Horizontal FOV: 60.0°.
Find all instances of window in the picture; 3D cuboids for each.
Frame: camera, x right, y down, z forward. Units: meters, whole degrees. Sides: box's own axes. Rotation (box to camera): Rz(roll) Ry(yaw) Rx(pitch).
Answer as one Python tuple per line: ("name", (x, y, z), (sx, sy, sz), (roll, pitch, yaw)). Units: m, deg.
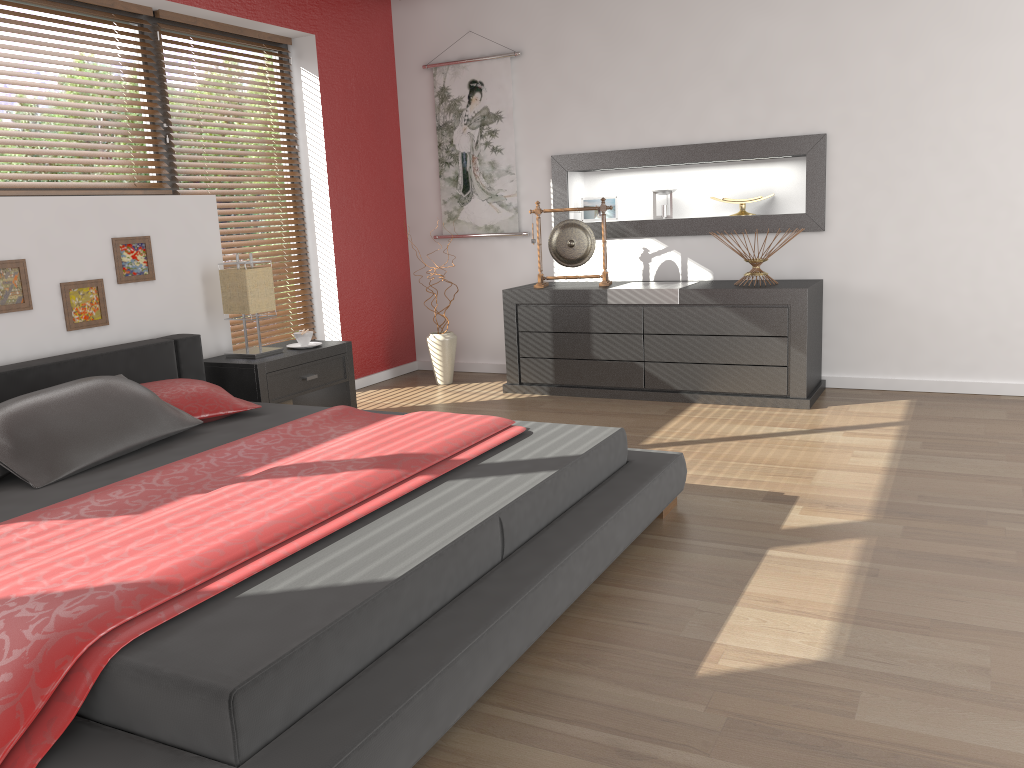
("window", (-2.449, -1.105, 3.174), (0.020, 0.786, 2.817), (3, 12, 27))
("window", (-1.532, -0.947, 4.970), (0.020, 1.893, 0.889), (3, 12, 27))

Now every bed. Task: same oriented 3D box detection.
("bed", (-1.022, 0.323, 2.584), (2.413, 0.577, 2.469), (3, 12, 27))

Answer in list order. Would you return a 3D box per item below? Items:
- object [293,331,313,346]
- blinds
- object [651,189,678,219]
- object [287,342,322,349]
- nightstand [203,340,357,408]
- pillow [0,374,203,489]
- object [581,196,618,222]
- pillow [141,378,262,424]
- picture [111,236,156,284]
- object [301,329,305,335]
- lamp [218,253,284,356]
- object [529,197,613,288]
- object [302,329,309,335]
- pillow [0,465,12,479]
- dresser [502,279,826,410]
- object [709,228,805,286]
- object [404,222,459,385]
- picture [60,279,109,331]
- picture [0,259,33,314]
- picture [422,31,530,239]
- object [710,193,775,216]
("object", (-1.061, -0.228, 4.522), (0.099, 0.069, 0.099), (-11, 14, -36))
("blinds", (-2.361, -0.534, 3.250), (0.032, 1.952, 4.840), (3, 12, 27))
("object", (0.914, -1.076, 5.313), (0.159, 0.171, 0.159), (-5, 11, -13))
("object", (-1.059, -0.196, 4.528), (0.179, 0.012, 0.179), (-11, 14, -36))
("nightstand", (-1.162, 0.041, 4.474), (0.413, 0.423, 0.700), (3, 12, 27))
("pillow", (-1.455, 0.122, 2.992), (0.386, 0.241, 0.744), (2, 12, 23))
("object", (0.539, -1.080, 5.470), (0.226, 0.146, 0.041), (-1, 11, 7))
("pillow", (-1.394, 0.090, 3.413), (0.745, 0.172, 0.418), (-13, 15, -42))
("picture", (-1.681, -0.553, 3.944), (0.010, 0.200, 0.200), (3, 12, 27))
("object", (-1.066, -0.266, 4.521), (0.007, 0.007, 0.192), (-4, 11, -8))
("lamp", (-1.275, -0.390, 4.301), (0.200, 0.480, 0.200), (3, 12, 27))
("object", (0.345, -0.816, 5.122), (0.490, 0.498, 0.173), (0, 11, 13))
("object", (-1.050, -0.264, 4.504), (0.007, 0.007, 0.192), (-3, 11, -3))
("pillow", (-1.763, 0.268, 2.596), (0.418, 0.172, 0.745), (-2, 11, 3))
("dresser", (0.827, -0.259, 5.018), (1.740, 0.608, 0.540), (3, 12, 27))
("object", (1.287, -0.667, 4.673), (0.481, 0.282, 0.481), (-4, 11, -6))
("object", (-0.483, -0.500, 5.477), (0.364, 1.035, 0.422), (-2, 11, 3))
("picture", (-1.799, -0.335, 3.737), (0.010, 0.200, 0.200), (3, 12, 27))
("picture", (-1.959, -0.375, 3.422), (0.010, 0.200, 0.200), (3, 12, 27))
("picture", (-0.236, -1.570, 5.624), (0.701, 1.270, 0.028), (3, 12, 27))
("object", (1.323, -1.024, 5.089), (0.350, 0.116, 0.181), (1, 12, 17))
